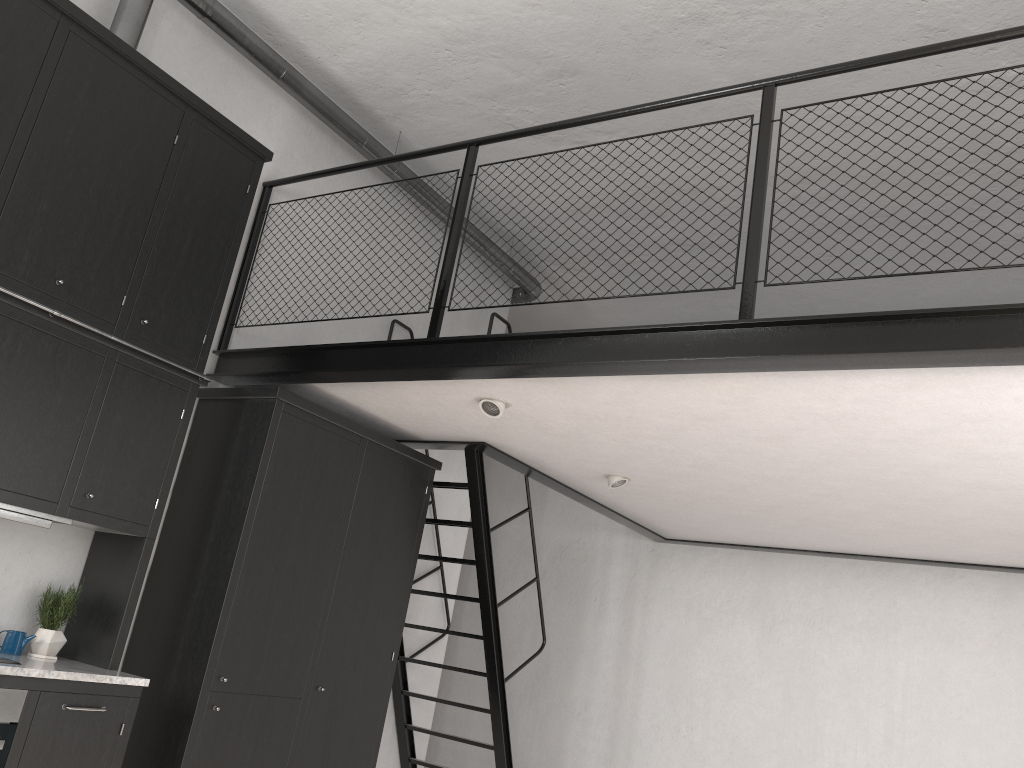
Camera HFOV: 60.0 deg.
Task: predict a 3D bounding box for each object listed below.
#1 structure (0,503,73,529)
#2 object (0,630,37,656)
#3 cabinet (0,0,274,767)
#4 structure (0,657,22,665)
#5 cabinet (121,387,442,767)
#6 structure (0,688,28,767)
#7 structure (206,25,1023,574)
[{"bbox_3d":[-2.228,0.433,3.524,0.379,0.123,0.845,-1,-20,33],"label":"structure"},{"bbox_3d":[-2.119,1.102,3.778,0.140,0.093,0.083,3,-18,24],"label":"object"},{"bbox_3d":[-2.480,-0.076,2.910,0.635,3.575,3.258,-1,-20,33],"label":"cabinet"},{"bbox_3d":[-2.215,0.981,3.291,0.427,0.011,0.593,-1,-20,33],"label":"structure"},{"bbox_3d":[-1.252,1.369,4.773,0.633,2.366,1.404,-1,-20,33],"label":"cabinet"},{"bbox_3d":[-2.276,1.353,3.175,0.618,0.621,0.623,-1,-20,33],"label":"structure"},{"bbox_3d":[2.012,0.041,4.976,5.927,1.210,4.167,-1,-20,33],"label":"structure"}]
